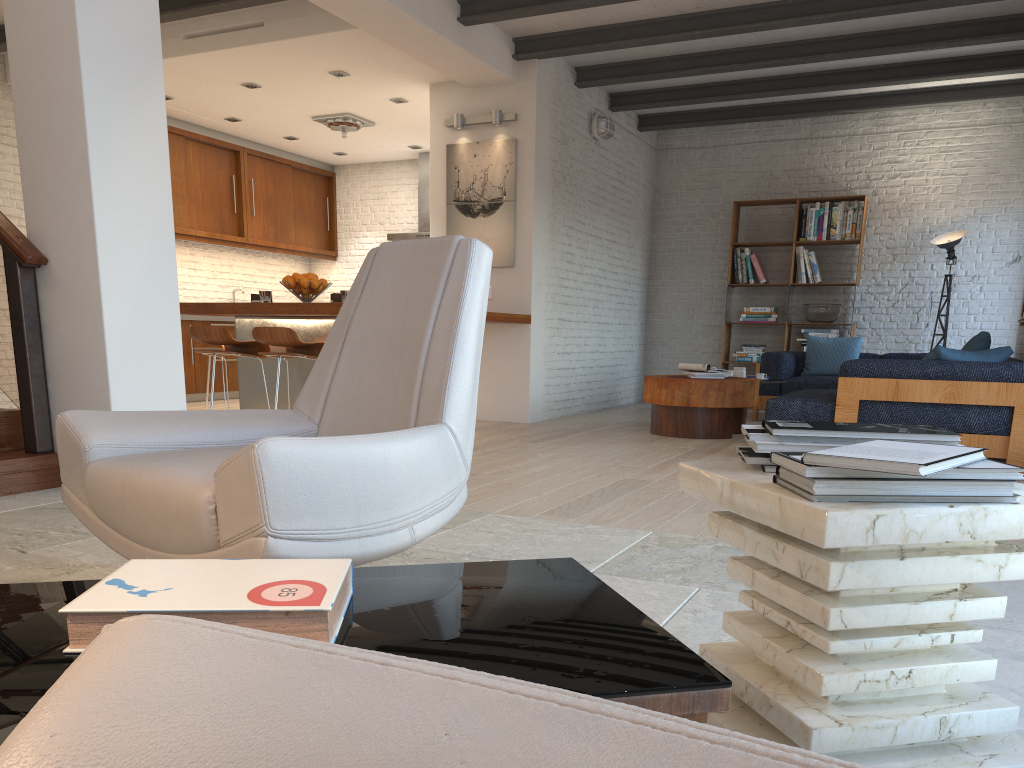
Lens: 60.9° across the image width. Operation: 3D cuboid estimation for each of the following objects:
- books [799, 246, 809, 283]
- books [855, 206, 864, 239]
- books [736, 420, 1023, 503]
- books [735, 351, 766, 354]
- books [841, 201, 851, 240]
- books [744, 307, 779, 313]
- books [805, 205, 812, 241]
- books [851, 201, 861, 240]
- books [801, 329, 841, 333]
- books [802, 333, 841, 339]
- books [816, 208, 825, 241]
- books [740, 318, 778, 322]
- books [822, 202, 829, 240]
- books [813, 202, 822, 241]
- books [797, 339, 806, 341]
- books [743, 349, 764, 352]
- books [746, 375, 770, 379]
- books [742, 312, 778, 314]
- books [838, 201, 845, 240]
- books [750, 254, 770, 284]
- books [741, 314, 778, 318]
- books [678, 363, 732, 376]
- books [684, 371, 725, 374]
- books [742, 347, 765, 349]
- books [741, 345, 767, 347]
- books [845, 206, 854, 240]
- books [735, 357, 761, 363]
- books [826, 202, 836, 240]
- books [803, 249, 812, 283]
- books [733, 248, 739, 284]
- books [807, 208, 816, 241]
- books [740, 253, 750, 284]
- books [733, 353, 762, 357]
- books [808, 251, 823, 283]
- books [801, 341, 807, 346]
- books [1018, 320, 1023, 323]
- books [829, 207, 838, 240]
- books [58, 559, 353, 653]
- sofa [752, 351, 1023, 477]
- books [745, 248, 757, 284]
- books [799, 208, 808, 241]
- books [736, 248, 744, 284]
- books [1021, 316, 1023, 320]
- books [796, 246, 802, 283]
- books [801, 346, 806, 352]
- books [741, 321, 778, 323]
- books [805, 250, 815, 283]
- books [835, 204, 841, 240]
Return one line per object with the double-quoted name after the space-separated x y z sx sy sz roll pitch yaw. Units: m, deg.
3.107 -1.257 9.284 0.102 0.395 0.238 7 12 25 "books"
3.598 -1.644 8.996 0.055 0.340 0.248 7 11 26 "books"
0.602 0.129 1.471 0.389 0.082 0.554 2 3 10 "books"
2.683 -0.347 9.686 0.378 0.019 0.239 2 3 18 "books"
3.463 -1.677 9.035 0.036 0.395 0.238 7 12 26 "books"
2.737 -0.811 9.568 0.324 0.057 0.250 3 4 28 "books"
3.134 -1.678 9.199 0.020 0.370 0.265 7 11 26 "books"
3.547 -1.673 8.996 0.036 0.395 0.238 7 12 26 "books"
3.317 -0.565 9.349 0.377 0.037 0.239 3 4 25 "books"
3.323 -0.514 9.363 0.378 0.066 0.239 2 4 19 "books"
3.254 -1.658 9.148 0.055 0.340 0.248 7 11 26 "books"
2.715 -0.707 9.590 0.378 0.037 0.239 2 4 20 "books"
3.289 -1.684 9.104 0.036 0.395 0.238 7 12 26 "books"
3.206 -1.687 9.149 0.036 0.395 0.238 7 12 26 "books"
3.306 -0.470 9.360 0.442 0.021 0.266 2 3 25 "books"
2.692 -0.375 9.702 0.204 0.035 0.130 3 4 25 "books"
2.167 -0.064 7.821 0.231 0.023 0.158 0 3 -16 "books"
2.729 -0.773 9.582 0.354 0.021 0.266 2 3 24 "books"
3.435 -1.679 9.062 0.036 0.395 0.238 7 12 26 "books"
2.703 -1.246 9.509 0.193 0.328 0.248 6 11 25 "books"
2.722 -0.743 9.571 0.378 0.037 0.239 2 3 19 "books"
1.525 -0.105 6.895 0.271 0.112 0.315 -2 5 -32 "books"
1.502 -0.088 6.823 0.252 0.011 0.310 1 3 0 "books"
2.690 -0.402 9.704 0.235 0.019 0.167 2 3 18 "books"
2.690 -0.427 9.676 0.250 0.017 0.159 3 4 25 "books"
3.501 -1.647 9.017 0.055 0.340 0.248 7 11 26 "books"
2.687 -0.273 9.703 0.323 0.057 0.251 3 4 35 "books"
3.326 -1.683 9.098 0.036 0.395 0.238 7 12 26 "books"
3.159 -1.239 9.275 0.124 0.359 0.265 7 11 25 "books"
2.481 -1.288 9.584 0.090 0.396 0.238 7 12 26 "books"
3.162 -1.661 9.171 0.055 0.340 0.248 7 11 26 "books"
2.573 -1.260 9.576 0.101 0.344 0.248 7 11 26 "books"
2.672 -0.321 9.708 0.377 0.037 0.239 3 4 25 "books"
3.220 -1.227 9.243 0.157 0.339 0.248 6 11 25 "books"
3.285 -0.432 9.365 0.325 0.057 0.249 2 4 20 "books"
4.027 -0.483 6.752 0.160 0.017 0.248 3 4 36 "books"
3.361 -1.652 9.072 0.055 0.340 0.248 7 11 26 "books"
-0.397 0.298 1.197 0.326 0.058 0.248 1 4 -4 "books"
2.822 0.088 6.975 2.066 0.679 3.870 3 4 26 "sofa"
2.610 -1.280 9.520 0.120 0.393 0.238 7 12 25 "books"
3.100 -1.665 9.220 0.055 0.340 0.248 7 11 26 "books"
2.519 -1.287 9.575 0.090 0.396 0.238 7 12 26 "books"
4.029 -0.509 6.732 0.170 0.019 0.232 3 4 28 "books"
3.084 -1.260 9.321 0.100 0.395 0.238 7 12 26 "books"
3.314 -0.370 9.378 0.379 0.066 0.238 2 4 12 "books"
2.725 -0.678 9.598 0.353 0.021 0.266 3 3 25 "books"
3.183 -1.238 9.274 0.124 0.359 0.265 7 11 25 "books"
3.403 -1.666 9.065 0.020 0.370 0.265 7 11 26 "books"
